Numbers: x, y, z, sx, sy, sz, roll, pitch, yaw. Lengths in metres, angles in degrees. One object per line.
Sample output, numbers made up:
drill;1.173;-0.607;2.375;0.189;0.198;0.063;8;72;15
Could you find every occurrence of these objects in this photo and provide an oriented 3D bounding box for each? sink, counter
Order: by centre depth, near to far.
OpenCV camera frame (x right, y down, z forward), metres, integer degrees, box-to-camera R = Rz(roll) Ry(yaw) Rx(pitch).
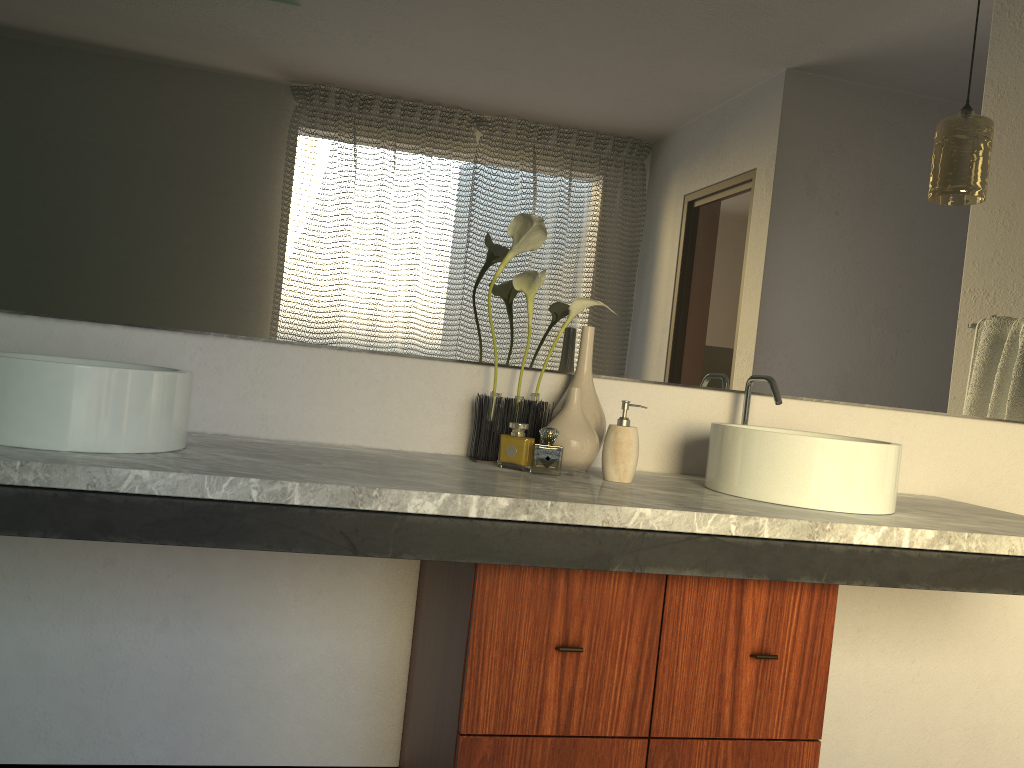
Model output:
sink;-0.723;0.026;1.475;0.354;0.131;0.360;6;0;-11
counter;0.026;0.222;1.633;2.235;0.101;0.593;6;0;-13
sink;0.574;0.163;1.767;0.349;0.131;0.366;6;1;-36

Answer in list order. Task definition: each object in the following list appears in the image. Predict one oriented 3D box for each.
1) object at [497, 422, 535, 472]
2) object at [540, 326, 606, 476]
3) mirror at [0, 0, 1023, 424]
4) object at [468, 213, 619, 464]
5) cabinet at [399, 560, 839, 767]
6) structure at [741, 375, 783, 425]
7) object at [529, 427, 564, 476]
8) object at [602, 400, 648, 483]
object;0.009;0.123;1.743;0.067;0.092;0.038;7;1;36
object;0.135;0.029;1.823;0.121;0.305;0.237;6;1;12
mirror;-0.403;-0.656;1.803;4.035;1.152;0.017;6;1;-13
object;0.062;-0.079;1.835;0.238;0.504;0.192;6;1;-36
cabinet;0.170;0.585;1.718;0.652;0.599;0.518;6;1;-14
structure;0.510;0.099;1.920;0.065;0.242;0.166;6;1;-11
object;0.068;0.128;1.694;0.057;0.090;0.039;6;1;-3
object;0.214;0.111;1.725;0.069;0.158;0.072;6;1;-31
